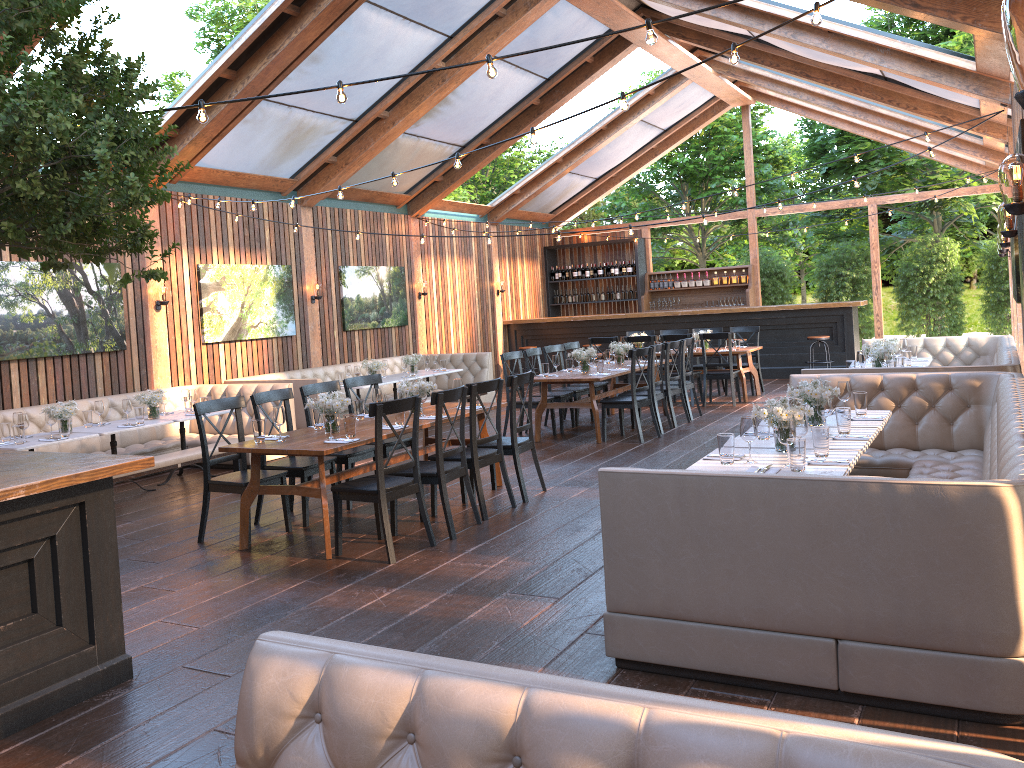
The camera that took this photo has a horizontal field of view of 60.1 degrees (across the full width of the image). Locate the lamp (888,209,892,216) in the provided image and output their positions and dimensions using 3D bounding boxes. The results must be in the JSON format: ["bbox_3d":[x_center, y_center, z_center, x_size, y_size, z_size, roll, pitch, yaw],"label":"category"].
[{"bbox_3d":[6.299,-2.859,14.751,0.064,0.118,0.056,-2,2,31],"label":"lamp"}]

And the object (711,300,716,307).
[{"bbox_3d":[4.135,-1.645,18.164,0.097,0.134,0.097,-3,3,15],"label":"object"}]

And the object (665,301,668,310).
[{"bbox_3d":[3.220,-1.642,18.468,0.070,0.185,0.070,-2,2,33],"label":"object"}]

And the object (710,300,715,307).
[{"bbox_3d":[4.151,-1.659,18.308,0.097,0.134,0.097,-3,3,15],"label":"object"}]

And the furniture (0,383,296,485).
[{"bbox_3d":[-4.185,0.646,8.664,1.707,0.857,4.176,-1,5,29],"label":"furniture"}]

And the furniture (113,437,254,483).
[{"bbox_3d":[-3.198,0.862,8.133,0.312,0.398,2.339,-2,5,29],"label":"furniture"}]

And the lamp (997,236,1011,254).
[{"bbox_3d":[6.187,-1.750,11.105,0.178,0.319,0.147,-2,2,29],"label":"lamp"}]

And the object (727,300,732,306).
[{"bbox_3d":[4.434,-1.650,18.007,0.097,0.134,0.097,-3,3,15],"label":"object"}]

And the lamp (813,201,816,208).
[{"bbox_3d":[4.775,-2.833,13.968,0.056,0.121,0.056,-6,3,-45],"label":"lamp"}]

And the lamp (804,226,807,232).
[{"bbox_3d":[5.256,-2.779,15.859,0.056,0.121,0.056,-4,2,-9],"label":"lamp"}]

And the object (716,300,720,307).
[{"bbox_3d":[4.241,-1.648,18.126,0.097,0.134,0.097,-3,3,15],"label":"object"}]

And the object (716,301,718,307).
[{"bbox_3d":[4.247,-1.659,18.238,0.097,0.134,0.097,-3,3,15],"label":"object"}]

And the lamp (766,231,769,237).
[{"bbox_3d":[4.735,-2.784,16.409,0.056,0.121,0.056,-4,2,-3],"label":"lamp"}]

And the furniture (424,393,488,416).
[{"bbox_3d":[-1.032,0.371,12.093,0.312,0.398,2.339,-2,5,29],"label":"furniture"}]

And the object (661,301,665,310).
[{"bbox_3d":[3.164,-1.644,18.531,0.070,0.185,0.070,-2,2,33],"label":"object"}]

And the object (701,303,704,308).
[{"bbox_3d":[3.953,-1.643,18.461,0.124,0.096,0.124,-1,5,40],"label":"object"}]

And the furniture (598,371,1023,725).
[{"bbox_3d":[2.117,0.559,5.195,1.707,0.857,4.176,-1,5,29],"label":"furniture"}]

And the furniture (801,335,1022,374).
[{"bbox_3d":[4.289,0.065,9.167,1.707,0.857,4.176,-1,5,29],"label":"furniture"}]

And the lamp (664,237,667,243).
[{"bbox_3d":[3.126,-2.938,18.029,0.056,0.119,0.061,-3,2,28],"label":"lamp"}]

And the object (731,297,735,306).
[{"bbox_3d":[4.451,-1.657,17.792,0.073,0.181,0.073,-4,2,3],"label":"object"}]

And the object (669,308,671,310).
[{"bbox_3d":[3.319,-1.653,18.525,0.070,0.185,0.070,-2,2,33],"label":"object"}]

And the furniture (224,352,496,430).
[{"bbox_3d":[-2.017,0.154,12.627,1.707,0.857,4.176,-1,5,29],"label":"furniture"}]

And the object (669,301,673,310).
[{"bbox_3d":[3.310,-1.644,18.435,0.070,0.185,0.070,-2,2,33],"label":"object"}]

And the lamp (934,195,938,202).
[{"bbox_3d":[6.815,-2.977,14.214,0.056,0.120,0.056,-2,2,37],"label":"lamp"}]

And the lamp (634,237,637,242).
[{"bbox_3d":[2.591,-3.036,18.568,0.056,0.119,0.062,-2,2,35],"label":"lamp"}]

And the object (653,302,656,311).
[{"bbox_3d":[2.992,-1.639,18.602,0.070,0.185,0.070,-2,2,33],"label":"object"}]

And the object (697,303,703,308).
[{"bbox_3d":[3.901,-1.626,18.315,0.124,0.096,0.124,-1,5,40],"label":"object"}]

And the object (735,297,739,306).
[{"bbox_3d":[4.528,-1.660,17.767,0.073,0.181,0.073,-4,2,3],"label":"object"}]

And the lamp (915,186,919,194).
[{"bbox_3d":[6.264,-2.999,13.687,0.056,0.121,0.056,-3,2,7],"label":"lamp"}]

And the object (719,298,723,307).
[{"bbox_3d":[4.236,-1.654,17.909,0.073,0.181,0.073,-4,2,3],"label":"object"}]

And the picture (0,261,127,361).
[{"bbox_3d":[-4.842,-0.794,9.379,0.065,0.996,1.657,-3,4,29],"label":"picture"}]

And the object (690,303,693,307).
[{"bbox_3d":[3.752,-1.637,18.538,0.124,0.096,0.124,-1,5,40],"label":"object"}]

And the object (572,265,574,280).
[{"bbox_3d":[1.348,-2.476,19.604,0.087,0.334,0.088,-3,2,9],"label":"object"}]

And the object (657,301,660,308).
[{"bbox_3d":[3.078,-1.641,18.556,0.070,0.185,0.070,-2,2,33],"label":"object"}]

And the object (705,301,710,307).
[{"bbox_3d":[4.030,-1.644,18.229,0.097,0.134,0.097,-3,3,15],"label":"object"}]

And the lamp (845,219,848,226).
[{"bbox_3d":[5.790,-2.801,15.321,0.056,0.120,0.056,-4,2,-5],"label":"lamp"}]

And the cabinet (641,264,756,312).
[{"bbox_3d":[3.860,-1.347,18.333,2.272,2.090,0.495,-2,2,29],"label":"cabinet"}]

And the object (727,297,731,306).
[{"bbox_3d":[4.379,-1.656,17.831,0.073,0.181,0.073,-4,2,3],"label":"object"}]

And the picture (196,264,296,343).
[{"bbox_3d":[-3.511,-1.098,11.827,0.065,0.996,1.657,-3,4,29],"label":"picture"}]

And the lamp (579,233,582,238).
[{"bbox_3d":[1.516,-3.290,19.627,0.056,0.117,0.067,-3,2,15],"label":"lamp"}]

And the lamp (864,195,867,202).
[{"bbox_3d":[5.522,-2.901,13.827,0.056,0.121,0.056,-3,2,22],"label":"lamp"}]

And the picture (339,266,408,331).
[{"bbox_3d":[-2.202,-1.396,14.234,0.065,0.996,1.657,-3,4,29],"label":"picture"}]

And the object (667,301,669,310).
[{"bbox_3d":[3.250,-1.653,18.570,0.070,0.185,0.070,-2,2,33],"label":"object"}]

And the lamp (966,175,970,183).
[{"bbox_3d":[6.988,-3.136,13.569,0.056,0.117,0.067,-2,3,36],"label":"lamp"}]

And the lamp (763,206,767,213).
[{"bbox_3d":[4.033,-2.786,14.117,0.056,0.121,0.056,-5,3,-42],"label":"lamp"}]

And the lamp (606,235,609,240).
[{"bbox_3d":[2.059,-3.154,19.111,0.058,0.119,0.056,-4,2,-17],"label":"lamp"}]

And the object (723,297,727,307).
[{"bbox_3d":[4.302,-1.654,17.863,0.073,0.181,0.073,-4,2,3],"label":"object"}]

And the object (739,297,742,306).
[{"bbox_3d":[4.577,-1.658,17.709,0.073,0.181,0.073,-4,2,3],"label":"object"}]

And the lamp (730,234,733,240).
[{"bbox_3d":[4.195,-2.809,16.942,0.059,0.119,0.056,-4,2,2],"label":"lamp"}]

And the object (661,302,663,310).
[{"bbox_3d":[3.167,-1.652,18.618,0.070,0.185,0.070,-2,2,33],"label":"object"}]

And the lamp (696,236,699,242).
[{"bbox_3d":[3.674,-2.863,17.499,0.056,0.121,0.056,-5,2,-28],"label":"lamp"}]

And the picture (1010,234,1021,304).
[{"bbox_3d":[4.288,-1.206,7.534,0.065,0.996,1.657,-3,4,29],"label":"picture"}]

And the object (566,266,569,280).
[{"bbox_3d":[1.230,-2.453,19.553,0.078,0.312,0.078,-3,2,24],"label":"object"}]

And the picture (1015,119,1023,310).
[{"bbox_3d":[2.956,-0.903,5.085,0.065,0.996,1.657,-3,4,29],"label":"picture"}]

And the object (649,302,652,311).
[{"bbox_3d":[2.920,-1.639,18.649,0.070,0.185,0.070,-2,2,33],"label":"object"}]

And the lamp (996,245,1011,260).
[{"bbox_3d":[7.510,-2.050,13.524,0.178,0.319,0.147,-2,2,29],"label":"lamp"}]
